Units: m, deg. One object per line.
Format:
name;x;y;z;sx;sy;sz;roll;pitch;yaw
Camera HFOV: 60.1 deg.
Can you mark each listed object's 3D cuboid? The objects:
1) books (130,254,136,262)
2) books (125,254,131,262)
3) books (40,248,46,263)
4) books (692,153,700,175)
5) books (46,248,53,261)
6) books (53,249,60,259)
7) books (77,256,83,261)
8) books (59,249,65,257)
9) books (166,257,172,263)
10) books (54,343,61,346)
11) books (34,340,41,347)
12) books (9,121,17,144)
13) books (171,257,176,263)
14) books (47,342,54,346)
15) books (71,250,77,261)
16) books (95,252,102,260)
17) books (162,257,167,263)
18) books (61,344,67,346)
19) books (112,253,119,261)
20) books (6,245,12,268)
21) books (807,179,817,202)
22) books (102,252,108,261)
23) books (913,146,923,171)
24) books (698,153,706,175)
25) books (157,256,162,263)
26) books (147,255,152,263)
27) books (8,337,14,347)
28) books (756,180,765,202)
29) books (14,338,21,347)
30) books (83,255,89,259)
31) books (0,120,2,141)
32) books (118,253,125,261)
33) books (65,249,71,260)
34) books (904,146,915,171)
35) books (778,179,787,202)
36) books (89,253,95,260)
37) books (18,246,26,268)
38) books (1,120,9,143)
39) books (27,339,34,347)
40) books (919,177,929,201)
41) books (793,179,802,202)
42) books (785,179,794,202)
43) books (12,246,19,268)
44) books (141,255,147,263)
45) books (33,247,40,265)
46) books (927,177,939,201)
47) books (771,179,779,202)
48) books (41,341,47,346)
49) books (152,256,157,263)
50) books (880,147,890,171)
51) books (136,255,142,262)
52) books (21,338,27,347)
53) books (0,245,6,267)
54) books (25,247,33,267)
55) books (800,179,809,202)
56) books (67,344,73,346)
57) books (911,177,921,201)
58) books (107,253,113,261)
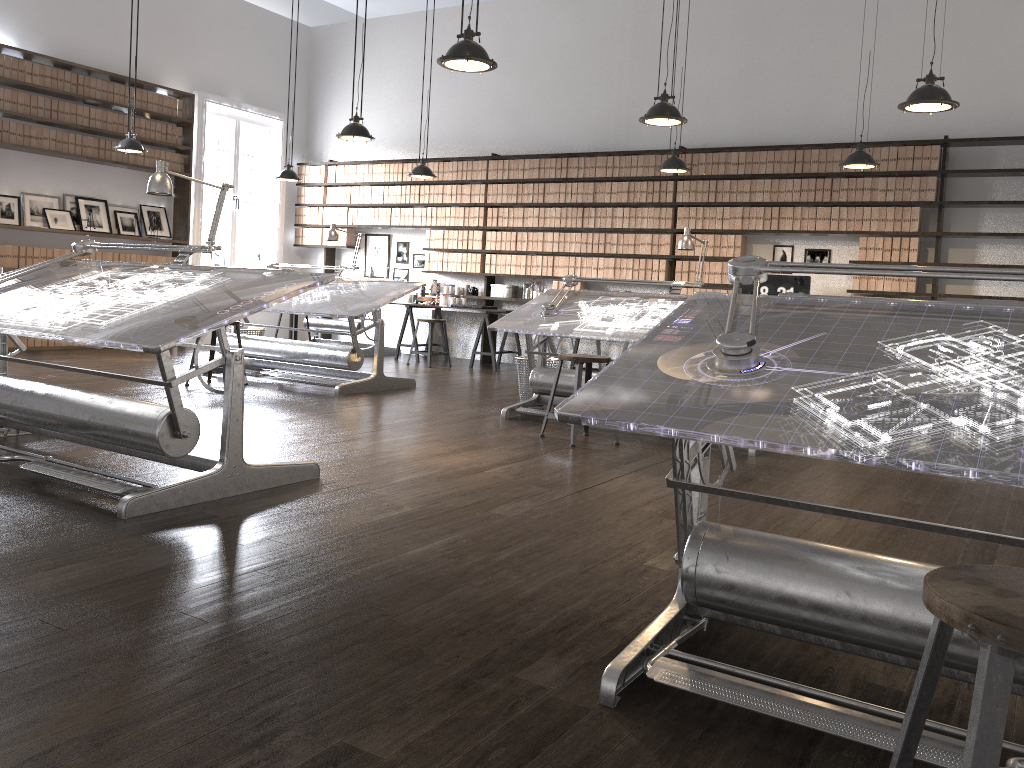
books;-4.387;-1.373;10.140;0.175;0.225;0.067;6;4;31
books;-4.429;-1.369;10.082;0.175;0.225;0.067;6;4;31
books;-4.943;-1.310;9.245;0.175;0.225;0.067;6;4;31
books;1.922;-2.250;9.130;0.067;0.225;0.175;5;5;31
books;-4.906;-1.314;9.305;0.175;0.225;0.067;6;4;31
books;-4.866;-1.318;9.359;0.175;0.225;0.067;6;4;31
books;-4.727;-1.335;9.594;0.175;0.225;0.067;6;4;31
books;-4.835;-1.322;9.419;0.175;0.225;0.067;6;4;31
books;-4.141;-1.402;10.547;0.175;0.225;0.067;6;4;31
books;-4.890;-0.522;9.448;0.175;0.225;0.067;6;4;31
books;-5.002;-0.508;9.258;0.175;0.225;0.067;6;4;31
books;-5.052;-2.510;8.883;0.175;0.225;0.067;6;4;31
books;-4.106;-1.407;10.608;0.175;0.225;0.067;6;4;31
books;-4.924;-0.517;9.382;0.175;0.225;0.067;6;4;31
books;-4.761;-1.330;9.532;0.175;0.225;0.067;6;4;31
books;-4.612;-1.347;9.772;0.175;0.225;0.067;6;4;31
books;-4.174;-1.398;10.485;0.175;0.225;0.067;6;4;31
books;-4.854;-0.526;9.503;0.175;0.225;0.067;6;4;31
books;-4.507;-1.360;9.955;0.175;0.225;0.067;6;4;31
books;-5.128;-1.289;8.940;0.175;0.225;0.067;6;4;31
books;2.903;-1.853;8.530;0.067;0.225;0.175;5;5;31
books;-4.574;-1.351;9.833;0.175;0.225;0.067;6;4;31
books;3.697;-2.034;8.039;0.067;0.225;0.175;5;5;31
books;1.980;-2.242;9.089;0.067;0.225;0.174;5;5;31
books;-4.211;-1.394;10.430;0.175;0.225;0.067;6;4;31
books;-4.276;-1.386;10.318;0.175;0.225;0.067;6;4;31
books;-5.149;-0.492;9.025;0.175;0.225;0.067;6;4;31
books;2.486;-1.903;8.785;0.067;0.225;0.175;5;5;31
books;-5.110;-0.495;9.079;0.175;0.225;0.067;6;4;31
books;-4.692;-1.339;9.654;0.175;0.225;0.067;6;4;31
books;-5.128;-2.501;8.758;0.175;0.225;0.067;6;4;31
books;-4.463;-1.364;10.015;0.175;0.225;0.067;6;4;31
books;-4.800;-1.326;9.471;0.175;0.225;0.067;6;4;31
books;3.633;-2.042;8.077;0.067;0.225;0.175;5;5;31
books;2.669;-1.881;8.678;0.067;0.225;0.174;5;5;31
books;-4.653;-1.343;9.712;0.175;0.225;0.067;6;4;31
books;-5.053;-1.297;9.057;0.175;0.225;0.067;6;4;31
books;-5.093;-2.506;8.825;0.175;0.225;0.067;6;4;31
books;-5.042;-0.504;9.200;0.175;0.225;0.067;6;4;31
books;3.740;-1.751;8.018;0.067;0.225;0.175;5;5;31
books;2.786;-1.866;8.597;0.067;0.225;0.175;5;5;31
books;2.726;-1.874;8.638;0.067;0.225;0.174;5;5;31
books;-5.096;-1.293;8.997;0.175;0.225;0.067;6;4;31
books;-4.316;-1.382;10.263;0.175;0.225;0.067;6;4;31
books;-4.977;-1.305;9.182;0.175;0.225;0.067;6;4;31
books;3.793;-1.745;7.983;0.067;0.225;0.175;5;5;31
books;2.609;-1.889;8.712;0.067;0.225;0.175;5;5;31
books;-4.968;-0.513;9.321;0.175;0.225;0.067;6;4;31
books;-4.245;-1.390;10.377;0.175;0.225;0.067;6;4;31
books;3.456;-2.063;8.185;0.067;0.225;0.174;5;5;31
books;-4.354;-1.378;10.203;0.175;0.225;0.067;6;4;31
books;-5.080;-0.500;9.140;0.175;0.225;0.067;6;4;31
books;-5.158;-1.284;8.884;0.175;0.225;0.067;6;4;31
books;-5.018;-1.302;9.124;0.175;0.225;0.067;6;4;31
books;2.847;-1.859;8.559;0.067;0.225;0.175;5;5;31
books;-4.817;-0.529;9.554;0.175;0.225;0.067;6;4;31
books;3.681;-1.758;8.048;0.067;0.225;0.175;5;5;31
books;-4.544;-1.356;9.889;0.175;0.225;0.067;6;4;31
